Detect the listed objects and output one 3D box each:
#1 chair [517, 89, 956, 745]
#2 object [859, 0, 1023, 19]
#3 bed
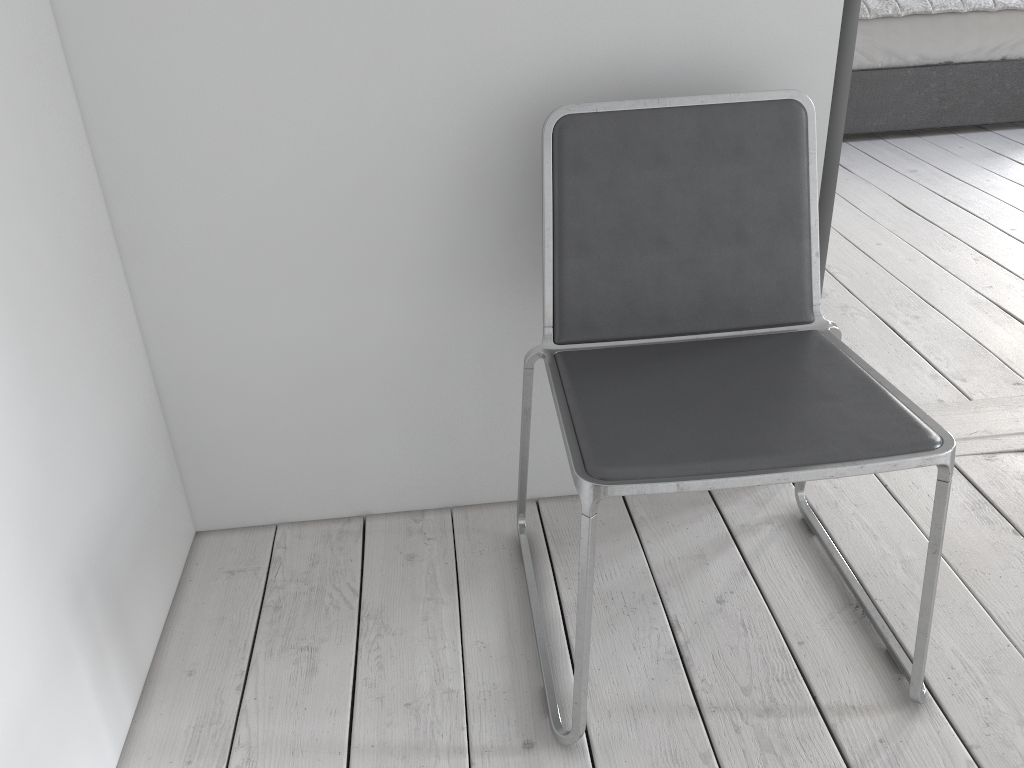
[{"bbox_3d":[0.296,0.035,1.311,0.562,0.796,0.525,-5,29,-4],"label":"chair"},{"bbox_3d":[1.797,-1.719,3.985,1.460,0.104,0.405,-5,29,-4],"label":"object"},{"bbox_3d":[1.720,-2.146,4.710,1.888,1.166,2.179,-5,29,-4],"label":"bed"}]
